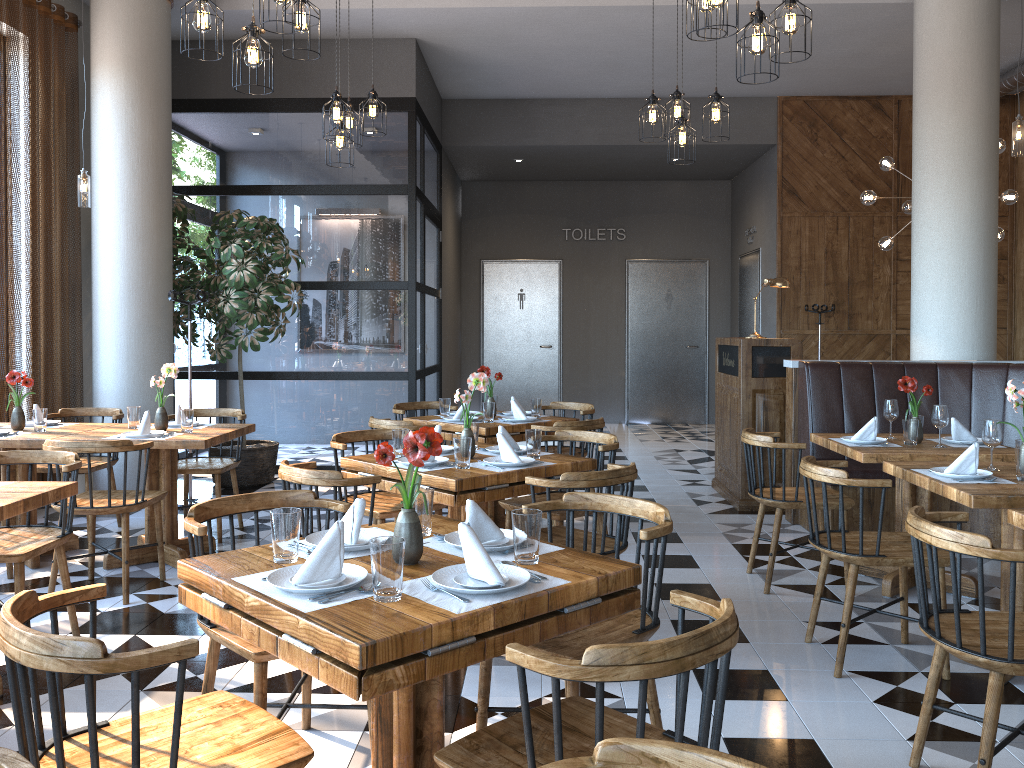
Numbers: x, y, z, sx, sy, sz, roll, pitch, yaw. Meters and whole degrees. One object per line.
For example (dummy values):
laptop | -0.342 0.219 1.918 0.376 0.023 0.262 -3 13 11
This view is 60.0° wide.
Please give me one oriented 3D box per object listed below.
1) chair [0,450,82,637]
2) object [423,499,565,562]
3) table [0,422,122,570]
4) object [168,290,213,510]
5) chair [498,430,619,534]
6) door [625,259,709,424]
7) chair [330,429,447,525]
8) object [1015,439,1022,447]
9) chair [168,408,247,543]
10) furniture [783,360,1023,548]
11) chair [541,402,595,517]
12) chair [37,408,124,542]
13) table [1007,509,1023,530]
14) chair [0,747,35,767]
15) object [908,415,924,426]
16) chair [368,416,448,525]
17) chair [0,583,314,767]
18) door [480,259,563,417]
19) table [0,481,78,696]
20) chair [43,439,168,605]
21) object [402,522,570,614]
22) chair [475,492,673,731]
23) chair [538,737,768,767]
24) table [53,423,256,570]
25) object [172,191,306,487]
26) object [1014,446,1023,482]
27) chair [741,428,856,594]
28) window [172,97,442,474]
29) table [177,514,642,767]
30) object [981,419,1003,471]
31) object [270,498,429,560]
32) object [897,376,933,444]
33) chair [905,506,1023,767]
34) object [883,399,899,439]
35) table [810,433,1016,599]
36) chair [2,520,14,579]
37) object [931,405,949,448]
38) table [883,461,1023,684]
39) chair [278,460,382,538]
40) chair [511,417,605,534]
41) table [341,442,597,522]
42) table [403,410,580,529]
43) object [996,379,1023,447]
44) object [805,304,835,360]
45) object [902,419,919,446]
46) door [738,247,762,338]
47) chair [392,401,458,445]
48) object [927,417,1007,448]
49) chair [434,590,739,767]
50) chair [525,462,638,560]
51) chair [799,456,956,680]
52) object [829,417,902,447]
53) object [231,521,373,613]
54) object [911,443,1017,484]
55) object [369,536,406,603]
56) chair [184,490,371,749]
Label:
chair | -2.127 0.722 3.732 0.519 0.816 0.550 0 2 2
object | -0.072 0.379 2.456 0.272 0.137 0.352 -3 4 -43
table | -2.925 0.655 5.261 0.850 0.763 0.851 0 2 2
object | -2.484 0.112 6.838 0.374 1.657 0.375 1 1 24
chair | 0.261 0.675 4.573 0.550 0.816 0.520 -2 2 -43
door | 2.248 -0.614 12.837 1.206 2.392 0.114 0 1 2
chair | -0.650 0.672 4.604 0.520 0.816 0.550 -2 2 -43
object | 2.180 0.306 3.759 0.080 0.132 0.080 0 2 2
chair | -2.055 0.591 5.886 0.519 0.816 0.550 0 2 2
furniture | 2.805 0.603 3.080 1.917 1.149 6.597 0 3 2
chair | 0.317 0.559 6.485 0.550 0.816 0.520 -2 2 -43
chair | -2.898 0.588 5.915 0.519 0.816 0.550 0 2 2
table | 2.073 0.827 2.545 0.850 0.763 0.851 0 2 2
chair | -0.773 0.893 0.947 0.520 0.816 0.550 -2 2 -43
object | 2.217 0.239 4.862 0.080 0.132 0.080 0 2 2
chair | -0.617 0.612 5.583 0.550 0.816 0.520 -2 2 -43
chair | -0.744 0.840 1.835 0.550 0.816 0.520 -2 2 -43
door | 0.135 -0.621 12.908 1.206 2.392 0.114 0 1 2
table | -2.143 0.789 3.077 0.850 0.763 0.851 0 2 2
chair | -2.099 0.671 4.582 0.519 0.816 0.550 0 2 2
object | -0.078 0.402 2.078 0.352 0.137 0.272 -3 4 -43
chair | 0.199 0.788 2.715 0.550 0.816 0.520 -2 2 -43
chair | 0.138 0.897 0.916 0.550 0.816 0.520 -2 2 -43
table | -2.070 0.658 5.232 0.850 0.763 0.851 0 2 2
object | -2.618 -0.403 7.613 1.634 2.590 1.381 0 2 -14
object | 2.046 0.320 3.529 0.080 0.132 0.080 0 2 -13
chair | 1.516 0.665 4.763 0.549 0.816 0.520 0 2 2
window | -2.176 -0.969 9.415 2.727 3.546 2.188 0 2 2
table | -0.269 0.840 2.283 0.865 0.763 0.865 -2 3 -43
object | 2.061 0.261 3.805 0.081 0.215 0.081 0 1 -7
object | -0.451 0.378 2.466 0.352 0.137 0.272 -3 4 -43
object | 2.146 0.135 4.740 0.156 0.355 0.171 0 2 -5
chair | 1.441 0.799 2.561 0.549 0.816 0.520 0 2 2
object | 2.098 0.194 4.908 0.081 0.215 0.081 0 1 -7
table | 2.148 0.694 4.737 0.850 0.763 0.851 0 2 2
chair | -2.942 0.668 4.610 0.519 0.816 0.550 0 2 2
object | 2.196 0.217 4.545 0.081 0.215 0.081 1 2 33
table | 2.110 0.761 3.635 0.850 0.763 0.851 0 2 2
chair | -0.681 0.727 3.693 0.550 0.816 0.520 -2 2 -43
chair | 0.294 0.615 5.552 0.520 0.816 0.550 -2 2 -43
table | -0.206 0.727 4.141 0.865 0.763 0.865 -2 3 -43
table | -0.142 0.613 6.020 0.865 0.763 0.865 -2 3 -43
object | 2.091 0.179 3.641 0.146 0.400 0.207 0 2 10
object | 3.462 -0.069 9.976 0.374 1.657 0.375 1 1 24
object | 2.083 0.253 4.632 0.080 0.132 0.080 0 2 -13
door | 3.096 -0.539 11.624 0.114 2.392 1.208 0 2 2
chair | -0.586 0.557 6.494 0.520 0.816 0.550 -2 2 -43
object | 2.409 0.246 4.714 0.272 0.137 0.352 0 3 2
chair | 0.168 0.843 1.804 0.520 0.816 0.550 -2 2 -43
chair | 0.230 0.730 3.662 0.520 0.816 0.550 -2 2 -43
chair | 1.478 0.732 3.662 0.549 0.816 0.520 0 2 2
object | 1.884 0.243 4.740 0.272 0.137 0.352 0 3 2
object | -0.457 0.401 2.088 0.272 0.137 0.352 -3 4 -43
object | 1.847 0.310 3.643 0.272 0.137 0.352 0 3 2
object | -0.276 0.411 1.964 0.080 0.132 0.080 1 2 17
chair | -0.713 0.784 2.746 0.520 0.816 0.550 -2 2 -43
